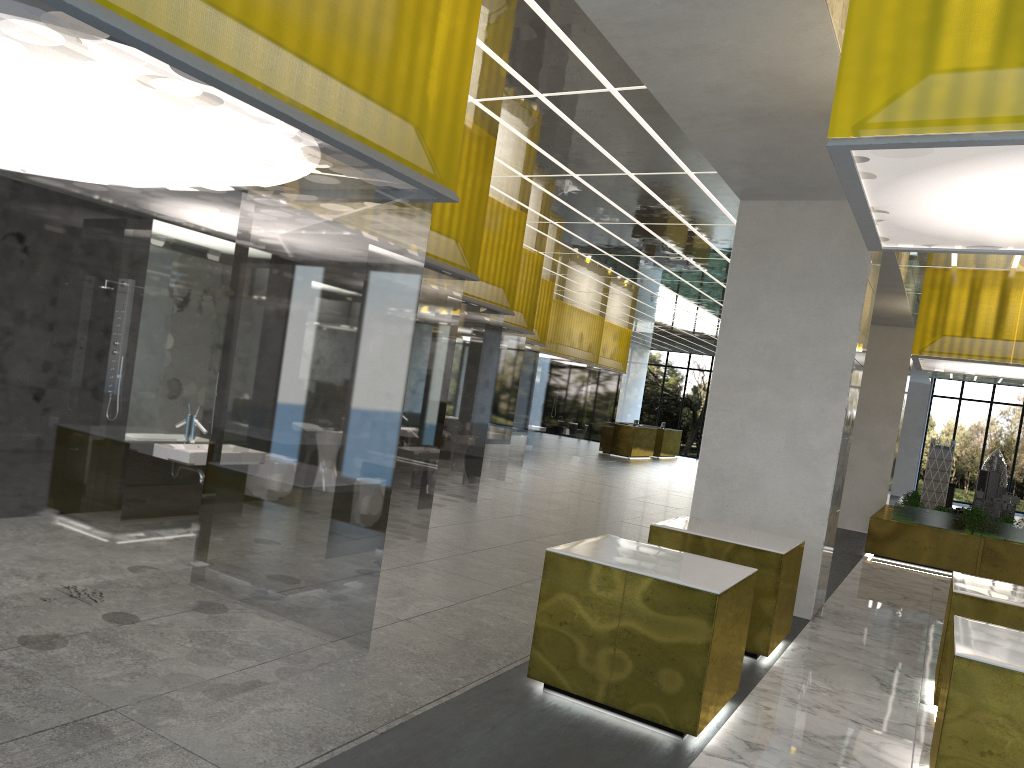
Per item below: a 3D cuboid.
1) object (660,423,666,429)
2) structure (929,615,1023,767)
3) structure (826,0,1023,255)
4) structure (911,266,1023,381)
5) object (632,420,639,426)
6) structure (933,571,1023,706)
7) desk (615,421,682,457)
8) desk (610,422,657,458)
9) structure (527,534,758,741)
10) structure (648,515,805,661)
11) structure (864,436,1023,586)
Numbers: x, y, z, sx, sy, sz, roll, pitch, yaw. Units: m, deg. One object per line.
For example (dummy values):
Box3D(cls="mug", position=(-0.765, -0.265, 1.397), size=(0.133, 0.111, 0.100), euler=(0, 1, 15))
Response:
Box3D(cls="object", position=(7.960, 2.383, 45.716), size=(0.578, 0.669, 0.712), euler=(9, 1, 29))
Box3D(cls="structure", position=(3.538, 2.358, 5.477), size=(1.435, 1.175, 1.371), euler=(9, 1, 30))
Box3D(cls="structure", position=(4.233, -2.284, 5.660), size=(3.420, 2.273, 3.080), euler=(8, 1, 30))
Box3D(cls="structure", position=(10.172, -1.352, 17.247), size=(3.421, 2.273, 3.080), euler=(8, 1, 30))
Box3D(cls="object", position=(5.878, 2.056, 41.653), size=(0.579, 0.669, 0.712), euler=(9, 1, 30))
Box3D(cls="structure", position=(4.760, 2.549, 7.861), size=(1.435, 1.175, 1.371), euler=(9, 1, 30))
Box3D(cls="desk", position=(7.058, 2.986, 46.236), size=(3.381, 1.510, 3.307), euler=(8, 0, 30))
Box3D(cls="desk", position=(4.994, 2.662, 42.209), size=(3.381, 1.510, 3.307), euler=(8, 0, 30))
Box3D(cls="structure", position=(1.096, 2.023, 7.060), size=(1.435, 1.175, 1.371), euler=(9, 1, 30))
Box3D(cls="structure", position=(2.316, 2.214, 9.439), size=(1.435, 1.175, 1.371), euler=(9, 1, 30))
Box3D(cls="structure", position=(10.196, 2.585, 18.452), size=(4.068, 2.575, 4.889), euler=(8, 0, 30))
